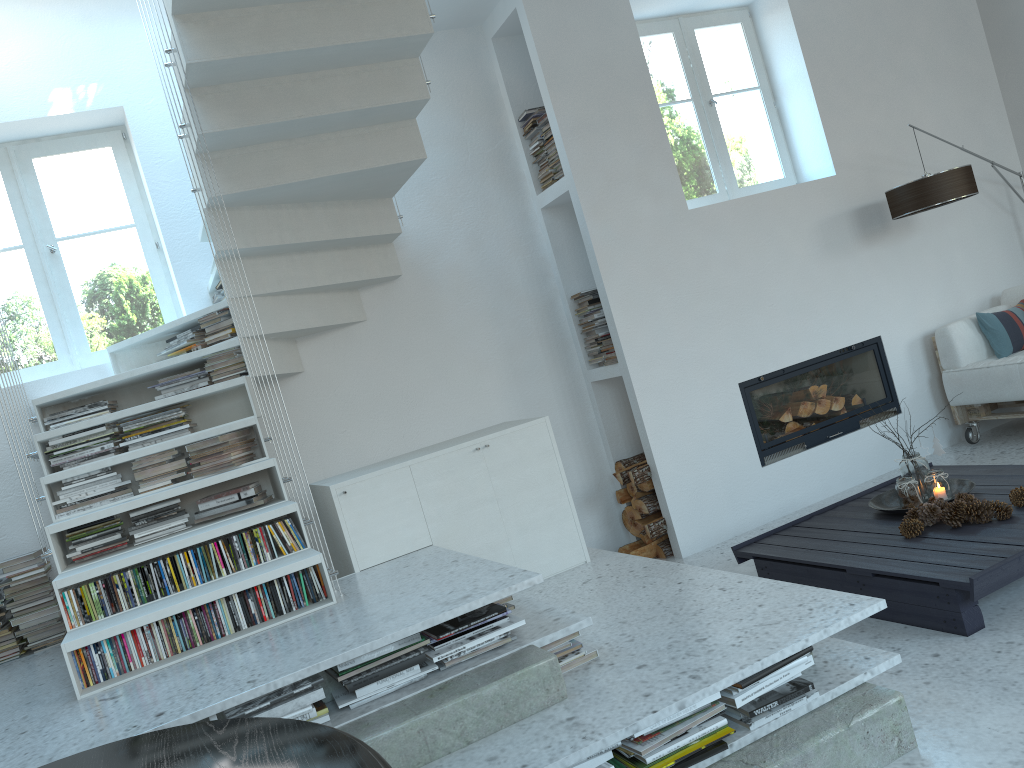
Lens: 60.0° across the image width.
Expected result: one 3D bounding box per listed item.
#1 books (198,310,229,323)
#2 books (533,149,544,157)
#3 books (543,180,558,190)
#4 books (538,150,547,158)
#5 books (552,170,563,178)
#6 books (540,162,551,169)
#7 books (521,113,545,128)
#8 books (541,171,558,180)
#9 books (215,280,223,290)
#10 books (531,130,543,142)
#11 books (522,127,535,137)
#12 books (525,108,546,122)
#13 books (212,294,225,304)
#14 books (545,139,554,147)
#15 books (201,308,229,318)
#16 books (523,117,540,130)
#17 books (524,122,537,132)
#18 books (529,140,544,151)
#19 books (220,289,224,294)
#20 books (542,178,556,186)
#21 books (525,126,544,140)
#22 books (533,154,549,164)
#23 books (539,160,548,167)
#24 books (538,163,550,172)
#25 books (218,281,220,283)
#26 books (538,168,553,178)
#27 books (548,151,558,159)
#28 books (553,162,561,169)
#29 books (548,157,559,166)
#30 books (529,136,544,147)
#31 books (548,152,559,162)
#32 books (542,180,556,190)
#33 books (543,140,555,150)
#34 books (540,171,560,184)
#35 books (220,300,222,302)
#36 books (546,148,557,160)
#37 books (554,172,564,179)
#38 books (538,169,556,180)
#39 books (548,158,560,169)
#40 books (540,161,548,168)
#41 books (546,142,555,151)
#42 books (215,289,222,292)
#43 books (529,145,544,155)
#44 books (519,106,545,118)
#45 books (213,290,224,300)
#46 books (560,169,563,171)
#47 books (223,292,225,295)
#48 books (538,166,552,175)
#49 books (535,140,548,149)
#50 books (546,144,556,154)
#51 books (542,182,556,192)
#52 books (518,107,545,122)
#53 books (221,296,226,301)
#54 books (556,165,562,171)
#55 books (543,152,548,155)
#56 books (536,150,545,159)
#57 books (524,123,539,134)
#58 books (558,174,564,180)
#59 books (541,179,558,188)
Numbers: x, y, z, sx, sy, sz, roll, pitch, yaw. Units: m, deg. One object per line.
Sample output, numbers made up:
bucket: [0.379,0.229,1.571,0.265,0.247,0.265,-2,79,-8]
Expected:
books: [-1.315,-0.320,4.108,0.129,0.016,0.260,-16,1,29]
books: [0.268,-1.364,5.131,0.249,0.006,0.189,-17,1,-25]
books: [0.328,-1.169,5.126,0.250,0.009,0.187,-17,1,-23]
books: [0.277,-1.343,5.121,0.232,0.015,0.169,-17,1,-17]
books: [0.352,-1.199,4.955,0.208,0.008,0.164,-17,1,-27]
books: [0.286,-1.284,5.141,0.223,0.011,0.135,-17,1,-26]
books: [0.214,-1.541,5.130,0.298,0.006,0.192,-17,1,-22]
books: [0.307,-1.223,5.136,0.253,0.012,0.161,-17,1,-23]
books: [-1.259,-0.500,4.226,0.280,0.014,0.170,-17,1,-27]
books: [0.234,-1.457,5.143,0.220,0.018,0.154,-17,1,-18]
books: [0.217,-1.488,5.161,0.300,0.007,0.127,-17,1,-22]
books: [0.200,-1.562,5.127,0.198,0.016,0.182,-17,1,-24]
books: [-1.366,-0.452,4.477,0.265,0.017,0.175,-17,1,-27]
books: [0.316,-1.357,4.928,0.254,0.006,0.128,-17,1,-21]
books: [-1.303,-0.339,4.099,0.160,0.014,0.226,-16,1,31]
books: [0.219,-1.526,5.129,0.280,0.014,0.170,-17,1,-17]
books: [0.213,-1.513,5.153,0.272,0.009,0.129,-17,1,-19]
books: [0.243,-1.407,5.159,0.265,0.016,0.138,-17,1,-22]
books: [-1.267,-0.474,4.257,0.251,0.009,0.097,-17,1,-28]
books: [0.314,-1.188,5.145,0.263,0.012,0.143,-17,1,-23]
books: [0.235,-1.473,5.131,0.293,0.014,0.184,-17,1,-20]
books: [0.274,-1.326,5.139,0.297,0.007,0.147,-17,1,-21]
books: [0.281,-1.302,5.139,0.223,0.011,0.135,-17,1,-27]
books: [0.290,-1.271,5.141,0.245,0.016,0.137,-17,1,-25]
books: [-1.264,-0.514,4.228,0.253,0.015,0.159,-17,1,-26]
books: [0.301,-1.243,5.134,0.290,0.008,0.147,-17,1,-18]
books: [0.331,-1.296,4.934,0.240,0.007,0.133,-17,1,-20]
books: [0.347,-1.240,4.937,0.207,0.013,0.140,-17,1,-23]
books: [0.339,-1.261,4.941,0.257,0.006,0.136,-17,1,-18]
books: [0.245,-1.425,5.142,0.267,0.017,0.156,-17,1,-18]
books: [0.333,-1.285,4.939,0.234,0.016,0.147,-17,1,-21]
books: [0.322,-1.174,5.137,0.272,0.006,0.158,-17,1,-24]
books: [0.315,-1.349,4.934,0.260,0.009,0.140,-17,1,-23]
books: [0.315,-1.211,5.126,0.274,0.014,0.174,-17,1,-25]
books: [-1.371,-0.438,4.494,0.214,0.007,0.131,-17,1,-29]
books: [0.322,-1.304,4.951,0.237,0.014,0.158,-17,1,-17]
books: [0.362,-1.187,4.949,0.225,0.011,0.142,-17,1,-25]
books: [0.304,-1.234,5.134,0.282,0.010,0.169,-17,1,-22]
books: [0.341,-1.252,4.944,0.248,0.013,0.151,-17,1,-24]
books: [0.282,-1.293,5.144,0.219,0.008,0.132,-17,1,-19]
books: [0.317,-1.341,4.936,0.236,0.009,0.128,-17,1,-17]
books: [-1.377,-0.492,4.474,0.201,0.029,0.162,-17,1,-32]
books: [0.253,-1.377,5.156,0.291,0.013,0.127,-17,1,-26]
books: [0.187,-1.588,5.138,0.283,0.008,0.140,-17,1,-17]
books: [-1.369,-0.470,4.471,0.263,0.019,0.170,-17,1,-23]
books: [0.359,-1.212,4.930,0.159,0.015,0.119,-17,1,-19]
books: [-1.247,-0.468,4.222,0.219,0.014,0.162,-17,1,-32]
books: [0.299,-1.256,5.131,0.263,0.019,0.170,-17,1,-23]
books: [0.258,-1.393,5.134,0.238,0.018,0.173,-17,1,-17]
books: [0.322,-1.329,4.934,0.232,0.017,0.135,-17,1,-20]
books: [0.328,-1.157,5.133,0.289,0.013,0.157,-17,1,-26]
books: [0.189,-1.576,5.142,0.288,0.017,0.136,-17,1,-18]
books: [-1.236,-0.438,4.219,0.263,0.016,0.182,-17,1,-29]
books: [0.353,-1.227,4.934,0.192,0.016,0.121,-17,1,-17]
books: [0.276,-1.332,5.130,0.254,0.005,0.161,-17,1,-20]
books: [0.266,-1.355,5.141,0.220,0.011,0.177,-17,1,-23]
books: [0.223,-1.504,5.135,0.289,0.006,0.164,-17,1,-18]
books: [0.370,-1.170,4.942,0.197,0.025,0.125,-17,1,-18]
books: [0.318,-1.179,5.142,0.289,0.007,0.130,-17,1,-27]
